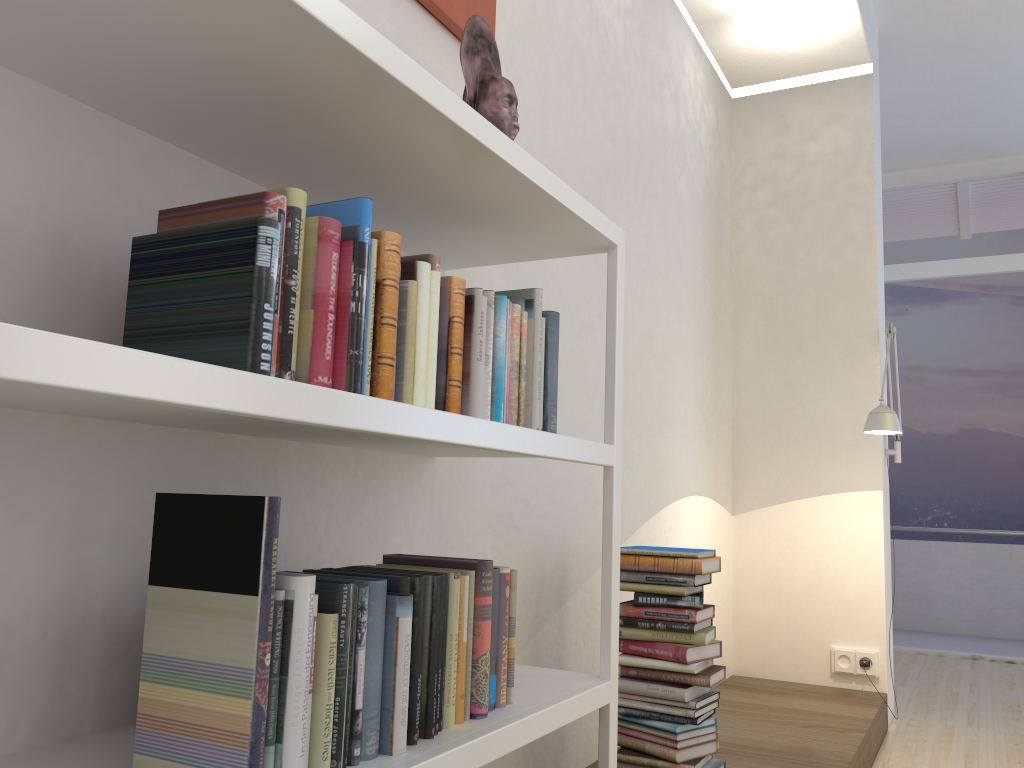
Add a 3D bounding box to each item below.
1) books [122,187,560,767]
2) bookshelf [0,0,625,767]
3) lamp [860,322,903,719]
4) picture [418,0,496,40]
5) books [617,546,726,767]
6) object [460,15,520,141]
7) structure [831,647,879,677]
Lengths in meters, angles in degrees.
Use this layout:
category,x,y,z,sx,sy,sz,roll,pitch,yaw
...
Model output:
category,x,y,z,sx,sy,sz,roll,pitch,yaw
books,-0.186,0.145,1.364,0.215,0.743,0.831,-2,-9,28
bookshelf,-0.353,0.263,1.226,0.465,1.396,1.599,-2,-9,28
lamp,1.646,0.596,3.968,0.204,1.841,0.891,-1,-8,23
picture,-0.793,-1.450,0.947,0.030,0.794,3.227,-2,-9,28
books,0.447,0.812,2.476,0.329,0.694,0.270,-2,-9,28
object,-0.058,-0.559,1.816,0.133,0.409,0.138,4,-8,-15
structure,1.600,1.297,4.137,0.206,0.114,0.028,-2,-9,28
